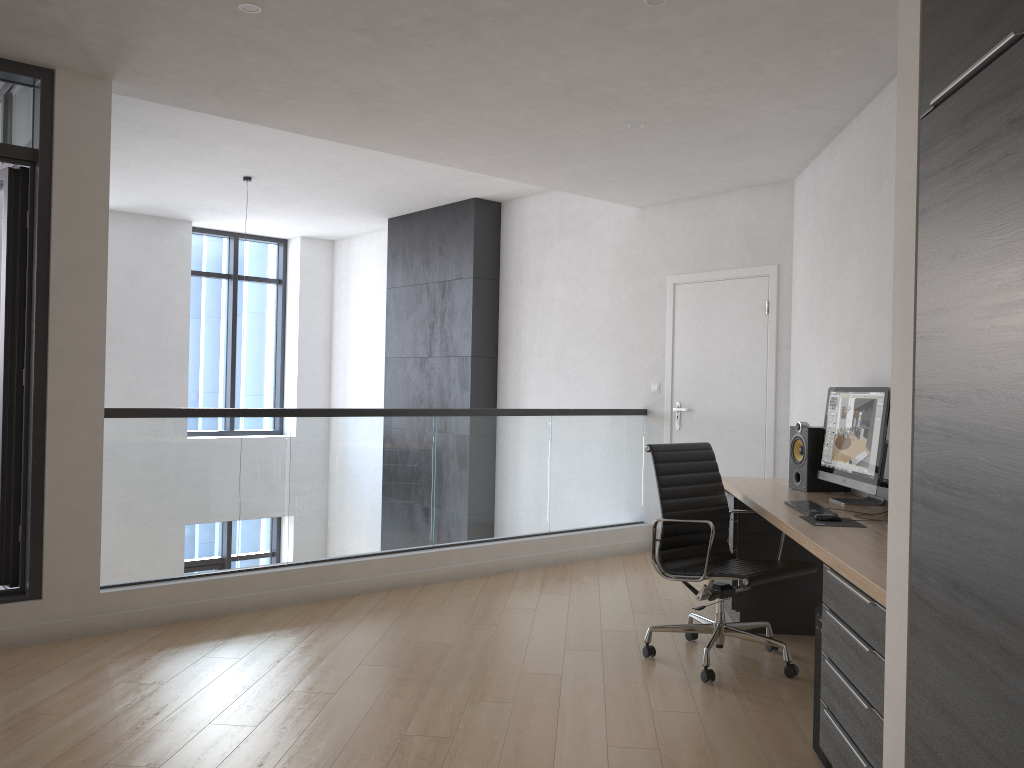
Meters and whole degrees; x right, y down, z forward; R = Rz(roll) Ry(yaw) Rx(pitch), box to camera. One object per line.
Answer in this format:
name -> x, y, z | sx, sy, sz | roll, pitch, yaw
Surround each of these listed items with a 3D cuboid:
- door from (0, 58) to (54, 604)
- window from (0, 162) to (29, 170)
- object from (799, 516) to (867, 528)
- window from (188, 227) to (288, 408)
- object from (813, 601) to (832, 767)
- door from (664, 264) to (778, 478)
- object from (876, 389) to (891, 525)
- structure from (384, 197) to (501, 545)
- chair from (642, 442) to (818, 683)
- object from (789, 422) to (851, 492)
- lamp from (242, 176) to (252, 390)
door -> -2.833, -0.250, 4.253 | 0.905, 2.500, 0.924 | 1, 0, -40
window -> -3.808, -0.615, 6.312 | 0.170, 2.402, 5.002 | 1, 0, -40
object -> 1.251, 0.538, 3.469 | 0.200, 0.002, 0.250 | 1, 0, 5
window -> -3.333, -0.590, 10.531 | 1.310, 2.402, 0.170 | 1, 0, -40
object -> 1.271, 1.024, 2.958 | 0.474, 0.527, 0.215 | 1, 0, 5
door -> 1.495, 0.239, 6.470 | 0.085, 2.136, 0.974 | 1, 0, -40
object -> 1.540, 0.278, 3.378 | 0.190, 0.535, 0.716 | 1, 0, 10
structure -> -0.930, 1.434, 8.761 | 0.722, 6.351, 1.500 | 1, 0, -40
chair -> 1.006, 0.788, 4.124 | 0.664, 0.991, 0.699 | 1, 0, -34
object -> 1.594, 0.374, 4.601 | 0.249, 0.354, 0.198 | 1, 0, -10
lamp -> -2.325, 0.480, 7.614 | 1.000, 4.513, 1.000 | 1, 0, -38
